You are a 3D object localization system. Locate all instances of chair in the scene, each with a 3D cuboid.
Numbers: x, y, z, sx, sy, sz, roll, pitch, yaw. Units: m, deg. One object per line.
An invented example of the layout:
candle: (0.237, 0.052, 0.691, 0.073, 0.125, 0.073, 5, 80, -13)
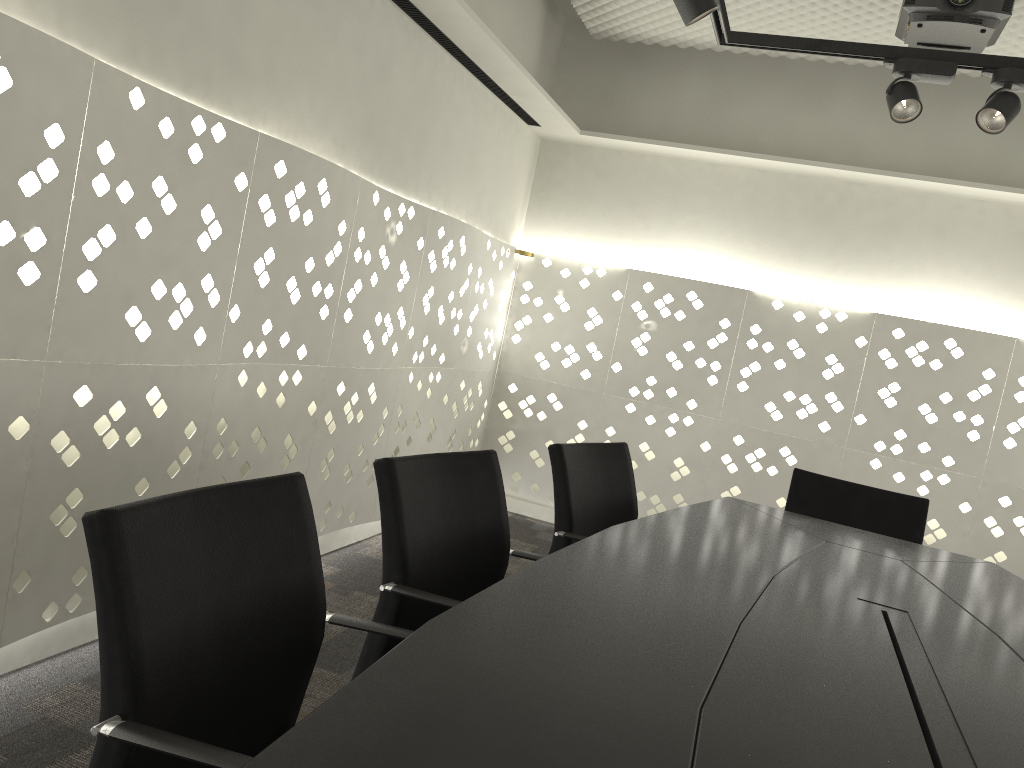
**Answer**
chair: (-0.031, 0.552, 1.736, 0.579, 0.757, 0.559, 14, 5, 32)
chair: (-0.271, 0.548, 1.146, 0.579, 0.757, 0.559, 13, 5, 22)
chair: (0.983, 0.689, 2.650, 0.559, 0.757, 0.579, 13, 5, 22)
chair: (0.322, 0.574, 2.384, 0.579, 0.757, 0.559, 15, 5, 37)

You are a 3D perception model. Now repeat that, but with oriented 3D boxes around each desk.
desk: (0.396, 0.750, 0.967, 1.223, 0.658, 3.364, 13, 5, 18)

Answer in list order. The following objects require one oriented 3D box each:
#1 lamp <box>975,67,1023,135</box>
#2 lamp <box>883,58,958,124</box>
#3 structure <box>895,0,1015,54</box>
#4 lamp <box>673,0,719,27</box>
lamp: (1.504, -0.852, 2.647, 0.214, 0.224, 0.118, 12, 4, 6)
lamp: (1.237, -0.912, 2.723, 0.213, 0.224, 0.126, 13, 5, 21)
structure: (1.478, -1.229, 2.984, 0.327, 0.144, 0.371, 13, 5, 18)
lamp: (0.486, -1.033, 2.296, 0.126, 0.224, 0.213, 13, 5, 21)
